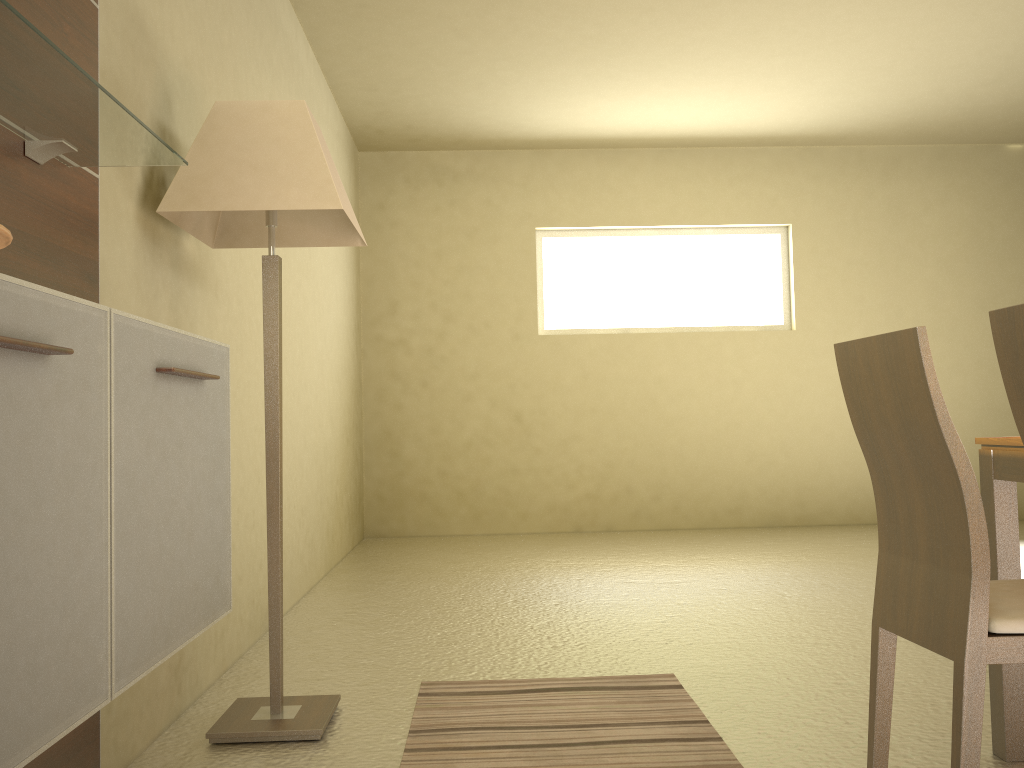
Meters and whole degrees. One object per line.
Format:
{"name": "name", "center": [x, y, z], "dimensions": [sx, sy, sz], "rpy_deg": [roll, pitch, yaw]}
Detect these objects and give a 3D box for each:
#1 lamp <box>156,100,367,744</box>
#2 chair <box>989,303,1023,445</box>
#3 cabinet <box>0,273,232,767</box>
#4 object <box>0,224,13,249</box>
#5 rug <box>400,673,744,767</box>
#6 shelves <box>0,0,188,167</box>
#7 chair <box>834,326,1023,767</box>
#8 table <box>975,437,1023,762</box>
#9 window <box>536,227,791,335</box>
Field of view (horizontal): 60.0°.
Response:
{"name": "lamp", "center": [-0.698, 0.091, 2.600], "dimensions": [0.499, 1.782, 0.499], "rpy_deg": [-1, -3, -2]}
{"name": "chair", "center": [1.036, 0.376, 1.236], "dimensions": [0.507, 1.017, 0.404], "rpy_deg": [-1, -3, -2]}
{"name": "cabinet", "center": [-0.714, 0.146, 0.659], "dimensions": [0.372, 0.570, 2.463], "rpy_deg": [-1, -3, -2]}
{"name": "object", "center": [-0.733, -0.149, 0.957], "dimensions": [0.337, 0.053, 0.337], "rpy_deg": [-3, -3, 30]}
{"name": "rug", "center": [0.143, 0.944, 2.149], "dimensions": [0.843, 0.010, 1.613], "rpy_deg": [-1, -3, -2]}
{"name": "shelves", "center": [-0.787, -0.529, 0.687], "dimensions": [0.255, 0.008, 2.463], "rpy_deg": [-1, -3, -2]}
{"name": "chair", "center": [1.004, 0.403, 1.825], "dimensions": [0.507, 1.017, 0.404], "rpy_deg": [-1, -3, -5]}
{"name": "table", "center": [1.712, 0.488, 1.556], "dimensions": [1.000, 0.790, 1.411], "rpy_deg": [-1, -3, -2]}
{"name": "window", "center": [1.200, -0.814, 7.090], "dimensions": [2.025, 0.848, 0.100], "rpy_deg": [-1, -3, -2]}
